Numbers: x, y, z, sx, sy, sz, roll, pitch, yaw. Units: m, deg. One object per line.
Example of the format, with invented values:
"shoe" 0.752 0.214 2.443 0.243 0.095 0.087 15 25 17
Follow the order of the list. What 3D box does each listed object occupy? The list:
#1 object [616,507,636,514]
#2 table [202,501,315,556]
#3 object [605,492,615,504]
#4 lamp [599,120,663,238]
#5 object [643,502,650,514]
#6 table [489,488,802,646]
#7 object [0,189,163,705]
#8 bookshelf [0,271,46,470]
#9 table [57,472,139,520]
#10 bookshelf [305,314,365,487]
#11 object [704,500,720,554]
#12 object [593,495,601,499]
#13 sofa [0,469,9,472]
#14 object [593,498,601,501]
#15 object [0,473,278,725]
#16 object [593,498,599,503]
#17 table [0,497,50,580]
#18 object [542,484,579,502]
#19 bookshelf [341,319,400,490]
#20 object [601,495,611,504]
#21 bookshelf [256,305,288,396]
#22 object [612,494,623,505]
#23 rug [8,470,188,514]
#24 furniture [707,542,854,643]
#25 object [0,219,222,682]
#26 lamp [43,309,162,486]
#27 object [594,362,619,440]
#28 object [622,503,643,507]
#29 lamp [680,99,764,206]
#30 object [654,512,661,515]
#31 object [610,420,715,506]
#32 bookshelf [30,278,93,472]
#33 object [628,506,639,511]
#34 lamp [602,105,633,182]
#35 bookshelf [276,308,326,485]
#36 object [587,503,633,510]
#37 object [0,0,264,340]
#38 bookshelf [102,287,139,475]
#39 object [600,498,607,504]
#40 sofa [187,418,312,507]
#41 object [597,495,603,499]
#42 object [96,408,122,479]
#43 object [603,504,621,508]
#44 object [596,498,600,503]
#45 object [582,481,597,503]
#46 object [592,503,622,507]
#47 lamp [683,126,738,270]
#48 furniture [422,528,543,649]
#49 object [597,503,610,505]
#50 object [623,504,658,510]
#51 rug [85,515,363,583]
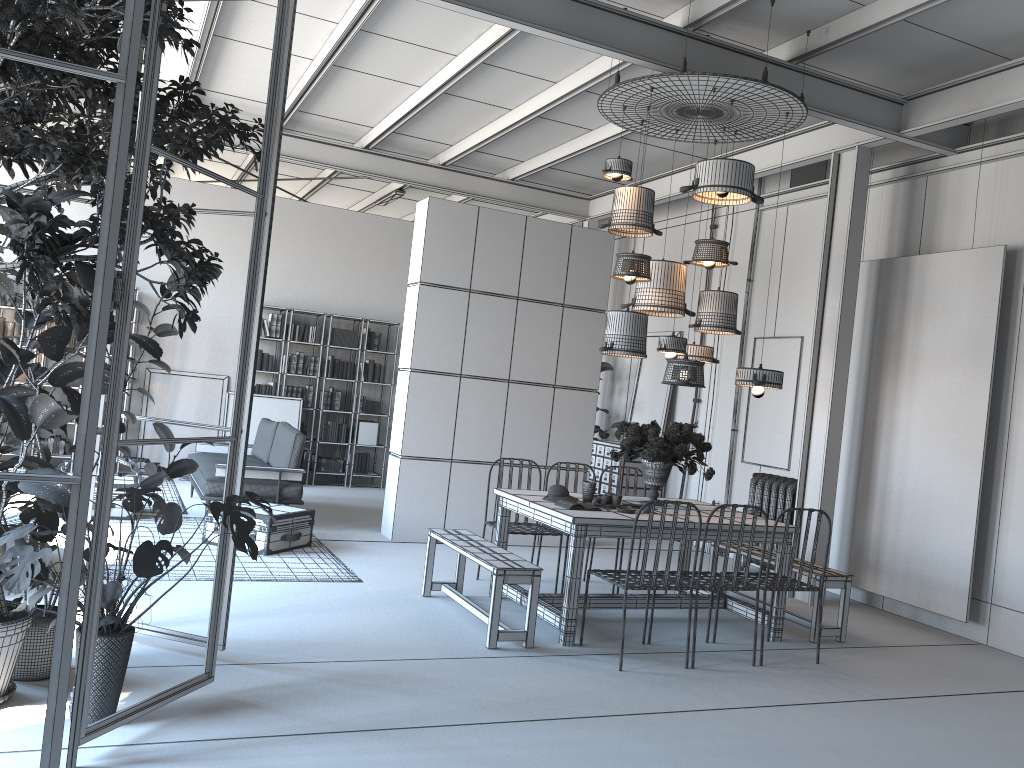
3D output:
"object" 0.752 0.837 5.864 0.133 0.029 0.133 6 -1 23
"table" -2.098 1.201 7.430 0.706 0.330 0.667 6 -1 21
"object" 0.679 0.797 6.178 0.071 0.076 0.071 6 -1 -27
"lamp" 0.947 -1.580 6.751 0.392 0.870 0.346 6 -1 36
"object" 0.908 0.832 5.953 0.071 0.076 0.071 6 -1 23
"table" 0.883 1.280 6.284 1.784 0.819 1.239 6 -1 -24
"object" -2.017 0.236 3.599 1.270 2.157 0.868 6 0 6
"bookshelf" -5.825 -0.161 10.374 0.455 2.276 0.455 6 -1 -24
"table" -3.768 1.026 8.068 0.667 0.330 0.706 6 -1 -24
"bookshelf" -2.387 0.224 11.931 0.455 2.276 0.455 6 -1 -24
"object" 2.179 1.581 9.634 0.206 0.647 0.173 6 0 11
"object" 0.653 0.828 6.398 0.211 0.024 0.211 6 -1 18
"sofa" -5.358 0.639 8.029 1.206 0.734 3.193 6 -1 -24
"object" 0.652 0.833 6.398 0.211 0.024 0.211 6 0 -5
"object" -1.602 0.884 3.664 1.125 1.001 0.920 6 -1 -27
"object" 0.571 0.802 6.042 0.044 0.043 0.043 6 -1 38
"table" -3.861 0.956 5.585 1.709 0.387 1.708 6 -1 -33
"object" 0.330 0.801 6.129 0.260 0.211 0.236 6 0 -6
"bookshelf" -1.938 0.275 12.127 0.455 2.276 0.455 6 -1 -24
"object" 0.649 0.799 6.112 0.065 0.064 0.065 7 -1 -39
"bookshelf" -3.303 0.122 11.530 0.455 2.276 0.455 6 -1 -24
"object" 0.721 0.801 6.092 0.071 0.076 0.071 6 0 1
"rug" -4.515 1.108 9.263 1.961 0.007 2.524 6 -1 -24
"furniture" 1.993 1.549 6.761 0.300 0.478 1.260 6 -1 -24
"object" -2.099 0.242 4.249 1.253 2.183 1.309 6 -1 -13
"lamp" -4.732 0.016 10.279 1.284 2.144 1.194 6 -1 -12
"object" 0.802 0.607 11.337 1.270 2.157 0.868 6 -1 -24
"object" 0.894 0.864 6.309 0.179 0.016 0.182 6 -1 -19
"lamp" 1.479 -1.615 6.103 0.403 0.687 0.505 6 -1 44
"object" 0.967 0.871 5.976 0.021 0.014 0.174 6 -1 -29
"object" 1.061 0.561 6.567 0.697 0.654 0.782 6 -1 -22
"bookshelf" -5.380 -0.110 10.614 0.455 2.276 0.455 6 -1 -24
"object" 0.826 0.843 6.000 0.054 0.037 0.121 6 -1 44
"lamp" 0.795 -1.753 6.467 0.202 0.564 0.253 6 -1 14
"bookshelf" -2.851 0.172 11.715 0.455 2.276 0.455 6 -1 -24
"object" 0.664 0.839 6.079 0.213 0.012 0.335 6 -1 42
"object" -2.350 -0.784 3.700 2.486 4.154 2.243 6 -1 37
"bookshelf" -4.912 -0.058 10.789 0.455 2.276 0.455 6 -1 -24
"object" 0.625 0.804 6.050 0.043 0.050 0.044 6 0 -6
"sofa" -2.718 0.817 8.965 0.952 0.948 2.347 6 -1 -24
"object" 0.679 0.824 6.399 0.135 0.029 0.135 6 -1 -32
"object" -3.709 0.518 8.086 0.443 0.709 0.194 6 -1 16
"object" 0.669 0.819 5.965 0.173 0.026 0.021 7 -1 -40
"object" 0.584 0.804 6.090 0.051 0.045 0.045 6 -1 44
"object" 0.536 0.759 6.222 0.102 0.146 0.102 6 -1 31
"object" 0.658 0.822 5.986 0.249 0.017 0.024 6 -1 -14
"lamp" 1.549 -1.403 6.702 0.359 1.094 0.301 6 0 -6
"furniture" -0.231 1.300 5.785 0.300 0.478 1.260 6 -1 -24
"object" 0.651 0.821 6.017 0.174 0.019 0.021 6 -1 -27
"object" 0.899 0.865 6.224 0.185 0.014 0.182 7 -1 -40
"rug" -2.490 1.311 7.244 1.961 0.007 2.524 6 -1 -24
